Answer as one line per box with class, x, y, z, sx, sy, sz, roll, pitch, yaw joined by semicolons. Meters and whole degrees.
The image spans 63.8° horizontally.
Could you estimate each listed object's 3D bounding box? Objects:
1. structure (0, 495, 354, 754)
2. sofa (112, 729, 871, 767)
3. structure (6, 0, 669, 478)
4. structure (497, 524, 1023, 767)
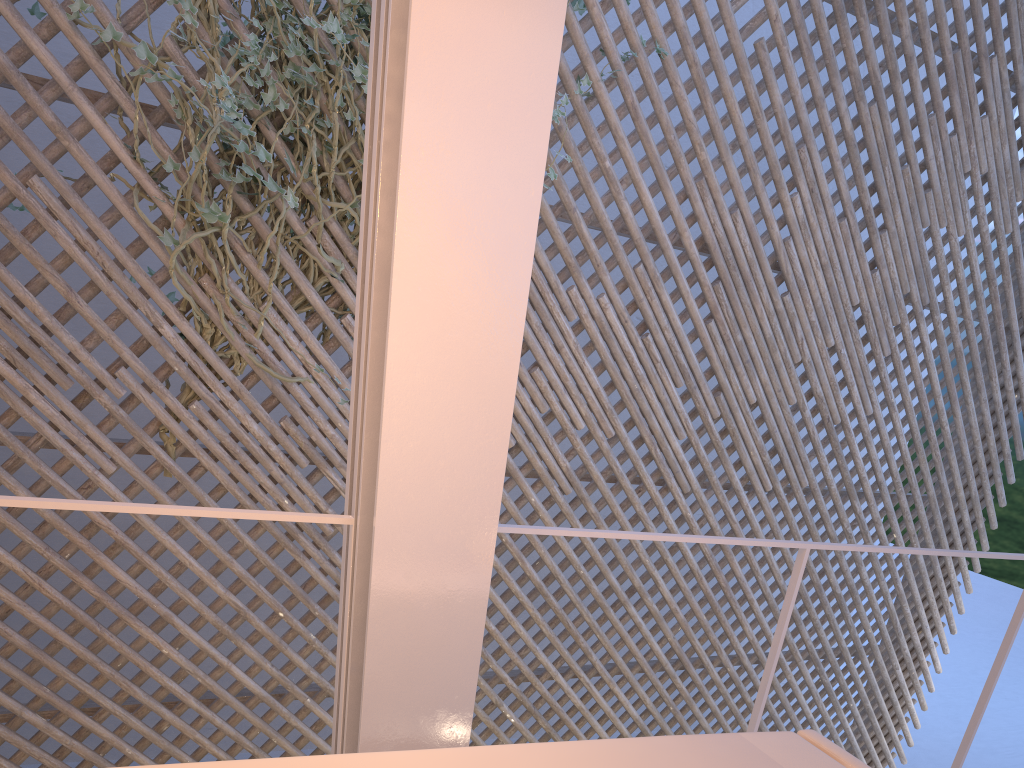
structure;-1.012;0.354;0.794;1.718;0.621;0.024;6;20;-23
sofa;-0.028;0.561;0.648;0.994;0.409;0.450;6;11;-23
structure;-0.182;-1.063;2.117;2.359;2.996;0.658;0;21;-29
structure;0.691;0.576;1.523;1.716;0.621;0.024;6;20;-23
